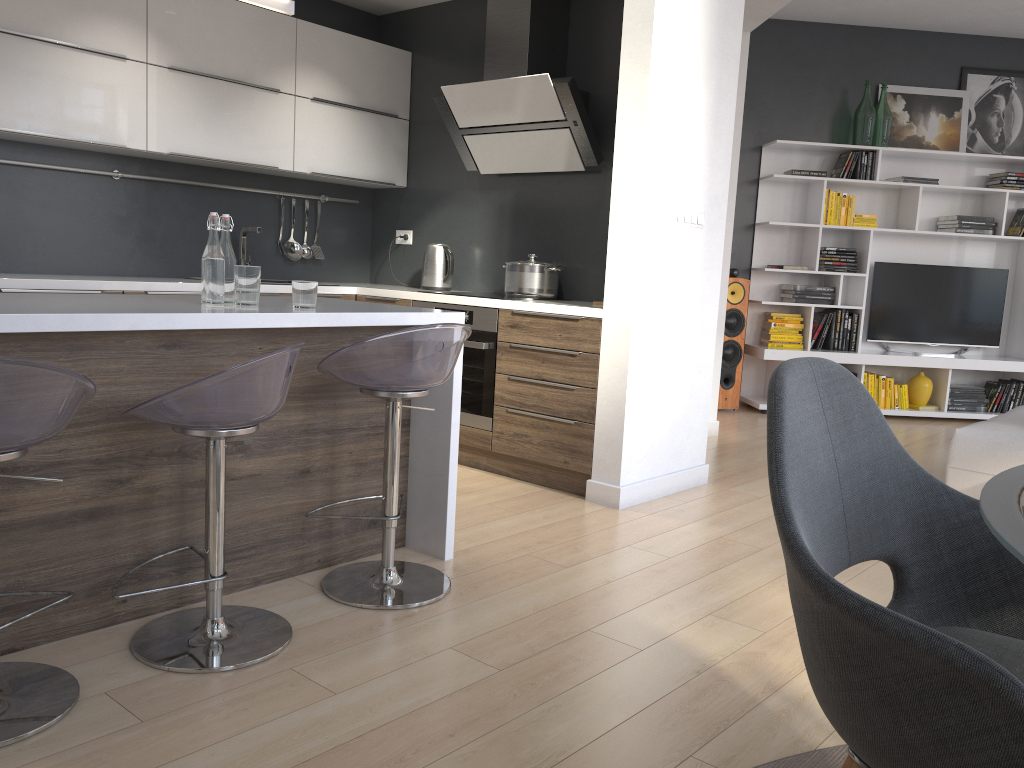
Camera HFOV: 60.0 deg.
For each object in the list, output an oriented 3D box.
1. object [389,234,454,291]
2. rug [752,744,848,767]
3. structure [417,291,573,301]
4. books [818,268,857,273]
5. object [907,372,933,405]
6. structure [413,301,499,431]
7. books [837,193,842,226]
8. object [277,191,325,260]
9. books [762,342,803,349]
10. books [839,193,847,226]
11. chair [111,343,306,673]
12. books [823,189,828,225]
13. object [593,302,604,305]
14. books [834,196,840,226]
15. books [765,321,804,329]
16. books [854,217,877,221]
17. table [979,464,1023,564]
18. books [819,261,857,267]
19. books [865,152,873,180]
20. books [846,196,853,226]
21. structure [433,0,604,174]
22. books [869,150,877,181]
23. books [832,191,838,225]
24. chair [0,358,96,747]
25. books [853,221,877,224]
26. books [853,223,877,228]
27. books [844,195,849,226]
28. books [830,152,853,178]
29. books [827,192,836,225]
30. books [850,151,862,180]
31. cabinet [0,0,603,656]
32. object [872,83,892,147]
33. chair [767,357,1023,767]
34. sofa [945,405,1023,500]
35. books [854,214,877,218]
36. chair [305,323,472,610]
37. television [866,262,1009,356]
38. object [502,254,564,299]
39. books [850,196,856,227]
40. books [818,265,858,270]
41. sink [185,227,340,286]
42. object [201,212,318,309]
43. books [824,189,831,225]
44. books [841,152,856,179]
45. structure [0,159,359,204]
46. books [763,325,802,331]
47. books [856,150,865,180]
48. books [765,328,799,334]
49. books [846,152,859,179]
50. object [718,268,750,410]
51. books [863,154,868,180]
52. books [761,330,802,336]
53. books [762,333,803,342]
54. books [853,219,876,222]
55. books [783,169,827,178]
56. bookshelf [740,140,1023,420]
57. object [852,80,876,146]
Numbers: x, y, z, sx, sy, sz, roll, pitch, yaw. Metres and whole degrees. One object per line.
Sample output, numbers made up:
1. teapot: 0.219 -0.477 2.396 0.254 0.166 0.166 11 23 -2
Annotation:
1. object: -0.527 -0.719 5.202 0.179 0.318 0.590 -4 10 -42
2. rug: 1.152 0.975 0.790 2.499 0.010 2.499 5 8 13
3. structure: -0.088 -0.459 4.619 0.600 0.006 0.550 10 10 40
4. books: 2.519 -0.882 6.906 0.263 0.026 0.189 2 8 -6
5. object: 3.211 0.033 6.983 0.185 0.257 0.185 -1 8 -27
6. structure: -0.137 -0.117 4.629 0.587 0.588 0.584 10 10 40
7. books: 2.495 -1.344 6.860 0.019 0.251 0.180 3 8 -5
8. object: -1.242 -0.922 5.211 0.069 0.389 0.320 10 10 41
9. books: 2.123 -0.306 6.974 0.270 0.029 0.204 3 8 0
10. books: 2.522 -1.342 6.860 0.035 0.250 0.185 3 8 -5
11. chair: -0.761 0.277 2.269 0.434 0.787 0.475 4 8 3
12. books: 2.365 -1.357 6.835 0.029 0.270 0.204 3 8 -5
13. object: 0.593 -0.530 4.260 0.330 0.316 0.221 10 10 40
14. books: 2.475 -1.330 6.842 0.024 0.229 0.156 3 8 -5
15. books: 2.139 -0.465 6.977 0.250 0.035 0.185 3 8 -1
16. books: 2.709 -1.277 6.870 0.187 0.014 0.134 3 8 -5
17. table: 1.181 0.592 0.732 1.499 0.764 1.499 7 9 29
18. books: 2.514 -0.938 6.919 0.266 0.030 0.209 2 8 -6
19. books: 2.710 -1.663 6.820 0.038 0.218 0.169 3 8 -5
20. books: 2.575 -1.332 6.864 0.024 0.234 0.172 3 8 -5
21. structure: 0.036 -1.606 4.530 0.898 0.998 0.407 10 10 40
22. books: 2.739 -1.667 6.814 0.019 0.230 0.174 3 8 -5
23. books: 2.456 -1.350 6.859 0.015 0.263 0.199 3 8 -5
24. chair: -1.135 0.309 1.865 0.475 0.787 0.434 -1 9 -31
25. books: 2.706 -1.248 6.878 0.196 0.011 0.148 3 8 -4
26. books: 2.704 -1.225 6.877 0.190 0.033 0.147 3 8 -5
27. books: 2.551 -1.336 6.865 0.023 0.239 0.169 3 8 -5
28. books: 2.523 -1.670 6.810 0.096 0.213 0.166 2 8 -6
29. books: 2.426 -1.349 6.855 0.044 0.255 0.198 3 8 -5
30. books: 2.632 -1.666 6.813 0.021 0.221 0.156 3 8 -5
31. cabinet: -1.521 -0.741 3.113 2.402 2.501 4.694 10 10 40
32. object: 2.839 -2.055 6.818 0.157 0.507 0.157 4 8 9
33. chair: 0.648 0.438 1.249 0.619 0.891 0.655 10 10 42
34. sofa: 4.075 0.370 3.831 3.424 0.732 2.614 10 10 40
35. books: 2.705 -1.298 6.880 0.186 0.026 0.138 3 8 -5
36. chair: -0.369 0.213 2.717 0.434 0.838 0.475 9 10 38
37. television: 3.379 -0.589 7.064 1.102 0.704 0.207 3 8 -5
38. object: 0.104 -0.564 4.612 0.288 0.223 0.315 2 8 -8
39. books: 2.601 -1.331 6.869 0.024 0.234 0.172 3 8 -5
40. books: 2.521 -0.907 6.905 0.270 0.025 0.189 2 8 -6
41. sink: -1.332 -0.578 4.758 0.512 0.518 0.626 10 10 40
42. object: -0.744 -0.364 2.633 0.323 0.267 0.148 4 8 5
43. books: 2.392 -1.357 6.846 0.025 0.270 0.213 3 8 -5
44. books: 2.555 -1.668 6.818 0.087 0.214 0.171 3 8 -4
45. structure: -1.943 -1.033 4.379 0.050 0.045 3.000 10 10 40
46. books: 2.127 -0.439 6.982 0.251 0.019 0.180 3 8 -5
47. books: 2.657 -1.672 6.819 0.025 0.232 0.176 3 8 -5
48. books: 2.114 -0.416 6.966 0.228 0.024 0.152 3 8 0
49. books: 2.584 -1.666 6.808 0.074 0.212 0.154 2 8 -5
50. object: 1.577 -0.353 6.869 0.290 1.088 0.434 1 8 -19
51. books: 2.681 -1.656 6.818 0.021 0.200 0.147 3 8 -5
52. books: 2.122 -0.401 6.990 0.263 0.015 0.198 3 8 -1
53. books: 2.124 -0.369 6.979 0.255 0.044 0.198 3 8 -5
54. books: 2.703 -1.259 6.857 0.169 0.018 0.113 3 8 -3
55. books: 2.239 -1.599 6.783 0.268 0.046 0.208 3 8 -1
56. bookshelf: 3.404 -0.746 6.933 3.000 2.052 0.455 3 8 -5
57. object: 2.688 -2.054 6.750 0.157 0.507 0.157 4 8 9
